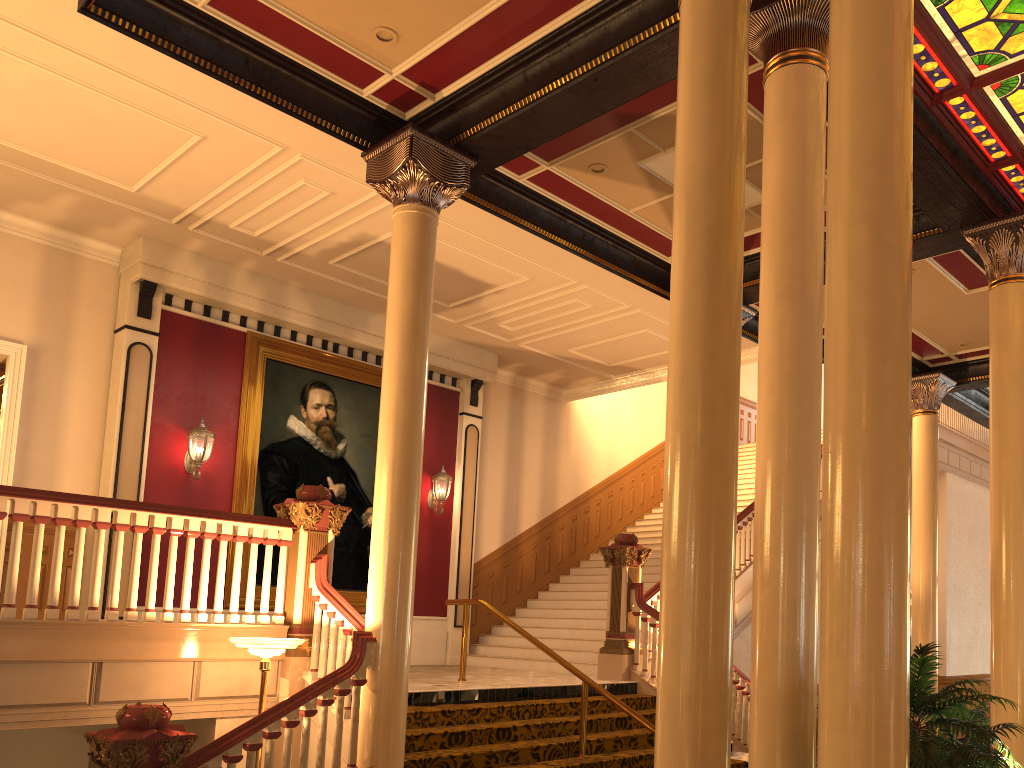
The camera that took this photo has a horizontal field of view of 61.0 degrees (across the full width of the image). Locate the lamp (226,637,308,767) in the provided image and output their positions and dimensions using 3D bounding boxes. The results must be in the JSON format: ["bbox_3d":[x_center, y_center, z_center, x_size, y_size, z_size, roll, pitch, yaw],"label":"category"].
[{"bbox_3d":[-1.862,2.868,6.338,0.563,1.977,0.608,-1,-7,27],"label":"lamp"}]

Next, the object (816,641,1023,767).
[{"bbox_3d":[1.929,2.272,4.023,1.002,2.113,1.136,-3,-9,34],"label":"object"}]

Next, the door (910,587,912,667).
[{"bbox_3d":[8.305,5.997,19.262,0.212,3.417,1.426,8,-9,-44],"label":"door"}]

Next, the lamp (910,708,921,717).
[{"bbox_3d":[5.114,4.350,11.225,0.308,0.412,0.337,-6,-13,41],"label":"lamp"}]

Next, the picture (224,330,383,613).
[{"bbox_3d":[-2.451,1.295,11.594,0.053,3.389,2.685,-4,-11,45],"label":"picture"}]

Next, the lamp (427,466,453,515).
[{"bbox_3d":[-1.058,1.563,12.785,0.335,0.717,0.381,10,-11,-44],"label":"lamp"}]

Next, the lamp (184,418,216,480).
[{"bbox_3d":[-3.672,0.767,10.180,0.335,0.717,0.381,10,-11,-44],"label":"lamp"}]

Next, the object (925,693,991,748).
[{"bbox_3d":[6.124,4.864,11.665,1.014,1.410,1.132,5,-10,-16],"label":"object"}]

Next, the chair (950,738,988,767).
[{"bbox_3d":[5.697,4.790,10.501,0.631,0.903,0.713,0,-10,15],"label":"chair"}]

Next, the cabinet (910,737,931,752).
[{"bbox_3d":[4.862,4.899,10.890,0.533,0.850,1.325,-6,-15,44],"label":"cabinet"}]
